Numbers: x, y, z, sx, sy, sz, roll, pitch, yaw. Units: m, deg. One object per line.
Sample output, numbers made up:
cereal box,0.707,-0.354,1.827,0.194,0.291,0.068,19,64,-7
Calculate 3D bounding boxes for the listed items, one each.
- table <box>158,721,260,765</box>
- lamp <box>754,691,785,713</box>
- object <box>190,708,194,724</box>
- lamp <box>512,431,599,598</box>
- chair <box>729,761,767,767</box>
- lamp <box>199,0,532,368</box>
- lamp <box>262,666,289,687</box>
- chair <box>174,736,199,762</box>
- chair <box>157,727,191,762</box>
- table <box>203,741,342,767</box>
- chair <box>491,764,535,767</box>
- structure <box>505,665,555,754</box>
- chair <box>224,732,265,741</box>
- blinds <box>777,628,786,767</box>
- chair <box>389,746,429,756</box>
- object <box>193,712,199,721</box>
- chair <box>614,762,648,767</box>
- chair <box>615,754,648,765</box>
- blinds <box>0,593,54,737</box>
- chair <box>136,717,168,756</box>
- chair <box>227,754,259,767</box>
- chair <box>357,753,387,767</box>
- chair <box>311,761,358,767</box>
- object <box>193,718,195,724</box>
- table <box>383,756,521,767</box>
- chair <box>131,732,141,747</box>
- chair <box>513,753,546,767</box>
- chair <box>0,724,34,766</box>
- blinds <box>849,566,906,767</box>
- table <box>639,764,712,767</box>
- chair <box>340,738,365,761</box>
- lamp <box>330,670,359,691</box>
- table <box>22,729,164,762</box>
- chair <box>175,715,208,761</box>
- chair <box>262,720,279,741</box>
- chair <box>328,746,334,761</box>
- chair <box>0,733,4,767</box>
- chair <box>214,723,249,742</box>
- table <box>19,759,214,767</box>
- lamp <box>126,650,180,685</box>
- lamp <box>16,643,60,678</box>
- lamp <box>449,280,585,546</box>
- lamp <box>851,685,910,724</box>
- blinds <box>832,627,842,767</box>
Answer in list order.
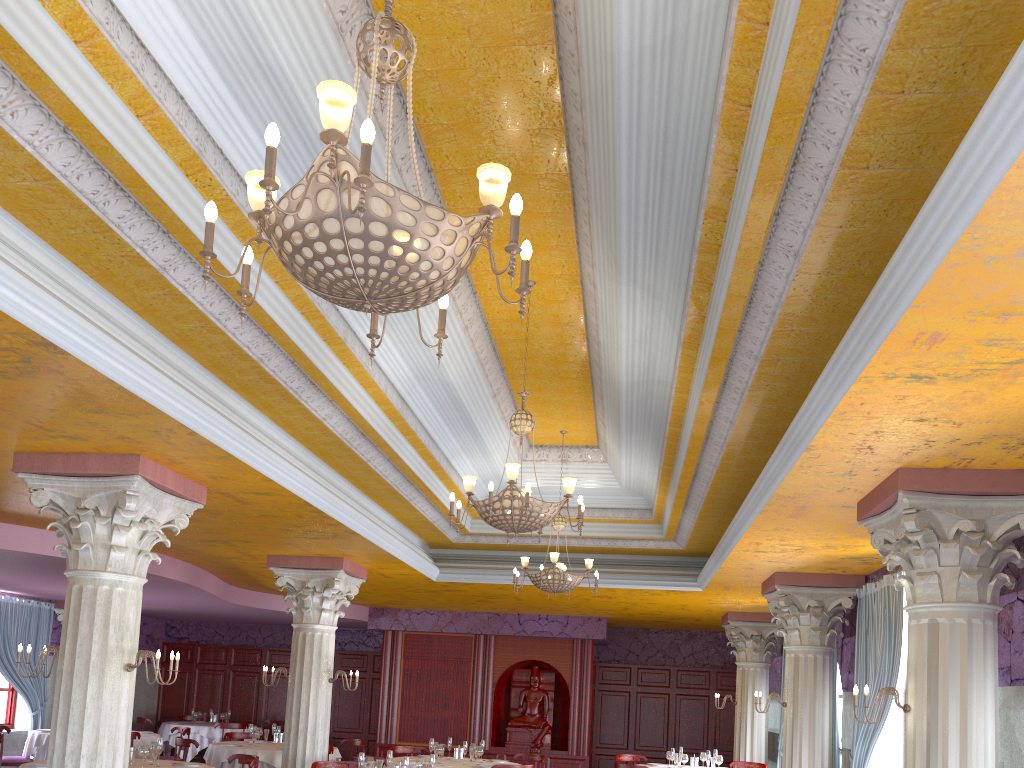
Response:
table,-6.713,8.009,18.941,2.076,0.917,2.210,0,-18,8
lamp,3.244,4.028,10.827,0.382,0.263,0.357,4,-15,-4
object,-7.038,7.314,18.864,0.074,0.324,0.076,3,-6,-1
lamp,0.596,1.612,10.783,0.979,2.101,0.975,9,-10,-36
chair,3.756,6.707,13.935,0.660,1.052,0.764,10,-13,-36
lamp,-0.427,-1.273,2.947,0.979,2.101,0.975,9,-10,-36
lamp,-3.195,3.998,11.694,0.382,0.263,0.357,4,-15,-4
chair,-4.782,5.888,12.931,0.660,1.052,0.764,10,-13,-36
chair,-6.098,6.646,15.222,0.660,1.052,0.764,10,-13,-36
table,-3.818,6.259,13.669,2.076,0.917,2.210,0,-18,8
chair,-0.081,5.578,11.377,0.765,1.053,0.658,11,-12,-36
structure,0.371,6.790,17.943,0.963,1.784,0.665,2,-7,8
chair,-4.559,6.518,14.640,0.765,1.053,0.658,11,-12,-36
blinds,4.553,5.533,13.956,0.244,3.398,1.774,2,-9,9
chair,-1.574,6.200,13.318,0.765,1.053,0.658,11,-12,-36
object,-6.898,7.284,18.662,0.123,0.255,0.125,-5,-12,44
chair,1.817,6.069,12.457,0.660,1.052,0.764,10,-13,-36
chair,2.040,6.699,14.166,0.765,1.053,0.658,11,-12,-36
blinds,-9.116,5.560,15.767,0.244,3.215,1.906,2,-9,7
chair,-7.677,7.639,18.203,0.660,1.052,0.764,10,-13,-36
chair,-3.393,4.976,10.201,0.660,1.052,0.764,10,-13,-36
chair,-1.797,5.570,11.609,0.660,1.052,0.764,10,-13,-36
chair,-2.001,4.994,10.043,0.765,1.053,0.658,11,-12,-36
object,-6.956,7.330,18.763,0.086,0.229,0.088,5,-7,-12
table,-0.833,5.940,12.346,2.076,0.917,2.210,0,-18,8
chair,-6.321,6.016,13.512,0.765,1.053,0.658,11,-12,-36
chair,0.142,6.208,13.087,0.660,1.052,0.764,10,-13,-36
chair,-8.037,6.008,13.743,0.660,1.052,0.764,10,-13,-36
blinds,3.948,3.826,9.318,0.244,3.398,1.774,2,-9,9
table,2.782,6.440,13.195,2.076,0.917,2.210,0,-18,8
chair,-2.844,6.526,14.409,0.660,1.052,0.764,10,-13,-36
lamp,-2.257,3.981,11.510,0.382,0.263,0.357,4,-15,-4
table,-7.072,6.378,14.481,2.076,0.917,2.210,0,-18,8
chair,-7.454,8.268,19.913,0.765,1.053,0.658,11,-12,-36
chair,-5.739,8.276,19.682,0.660,1.052,0.764,10,-13,-36
chair,-3.067,5.897,12.700,0.765,1.053,0.658,11,-12,-36
chair,-7.362,5.291,11.658,0.749,1.053,0.672,-1,-11,23
chair,-5.962,7.647,17.972,0.765,1.053,0.658,11,-12,-36
table,-4.367,4.709,9.460,2.076,0.917,2.210,0,-18,8
lamp,-2.872,2.246,6.796,0.382,0.263,0.357,4,-15,-4
lamp,-3.804,2.279,7.027,0.382,0.263,0.357,4,-15,-4
lamp,0.089,0.181,6.897,0.979,2.101,0.975,9,-10,-36
lamp,2.634,2.310,6.160,0.382,0.263,0.357,4,-15,-4
blinds,4.294,4.803,11.973,0.244,3.398,1.774,2,-9,7
